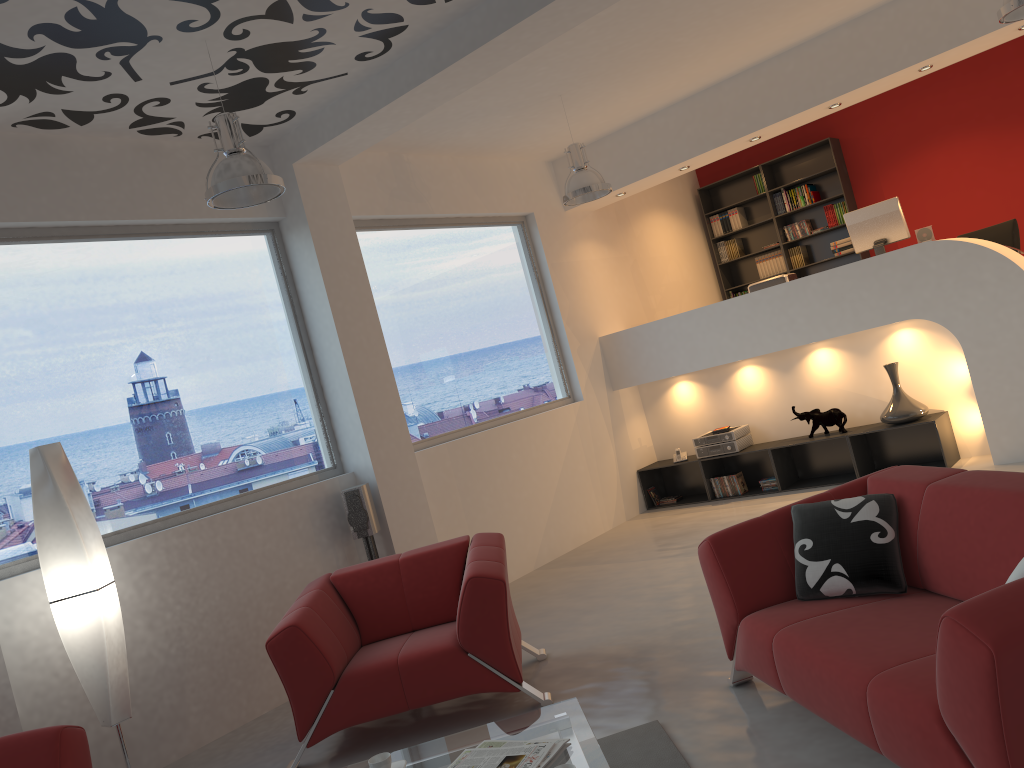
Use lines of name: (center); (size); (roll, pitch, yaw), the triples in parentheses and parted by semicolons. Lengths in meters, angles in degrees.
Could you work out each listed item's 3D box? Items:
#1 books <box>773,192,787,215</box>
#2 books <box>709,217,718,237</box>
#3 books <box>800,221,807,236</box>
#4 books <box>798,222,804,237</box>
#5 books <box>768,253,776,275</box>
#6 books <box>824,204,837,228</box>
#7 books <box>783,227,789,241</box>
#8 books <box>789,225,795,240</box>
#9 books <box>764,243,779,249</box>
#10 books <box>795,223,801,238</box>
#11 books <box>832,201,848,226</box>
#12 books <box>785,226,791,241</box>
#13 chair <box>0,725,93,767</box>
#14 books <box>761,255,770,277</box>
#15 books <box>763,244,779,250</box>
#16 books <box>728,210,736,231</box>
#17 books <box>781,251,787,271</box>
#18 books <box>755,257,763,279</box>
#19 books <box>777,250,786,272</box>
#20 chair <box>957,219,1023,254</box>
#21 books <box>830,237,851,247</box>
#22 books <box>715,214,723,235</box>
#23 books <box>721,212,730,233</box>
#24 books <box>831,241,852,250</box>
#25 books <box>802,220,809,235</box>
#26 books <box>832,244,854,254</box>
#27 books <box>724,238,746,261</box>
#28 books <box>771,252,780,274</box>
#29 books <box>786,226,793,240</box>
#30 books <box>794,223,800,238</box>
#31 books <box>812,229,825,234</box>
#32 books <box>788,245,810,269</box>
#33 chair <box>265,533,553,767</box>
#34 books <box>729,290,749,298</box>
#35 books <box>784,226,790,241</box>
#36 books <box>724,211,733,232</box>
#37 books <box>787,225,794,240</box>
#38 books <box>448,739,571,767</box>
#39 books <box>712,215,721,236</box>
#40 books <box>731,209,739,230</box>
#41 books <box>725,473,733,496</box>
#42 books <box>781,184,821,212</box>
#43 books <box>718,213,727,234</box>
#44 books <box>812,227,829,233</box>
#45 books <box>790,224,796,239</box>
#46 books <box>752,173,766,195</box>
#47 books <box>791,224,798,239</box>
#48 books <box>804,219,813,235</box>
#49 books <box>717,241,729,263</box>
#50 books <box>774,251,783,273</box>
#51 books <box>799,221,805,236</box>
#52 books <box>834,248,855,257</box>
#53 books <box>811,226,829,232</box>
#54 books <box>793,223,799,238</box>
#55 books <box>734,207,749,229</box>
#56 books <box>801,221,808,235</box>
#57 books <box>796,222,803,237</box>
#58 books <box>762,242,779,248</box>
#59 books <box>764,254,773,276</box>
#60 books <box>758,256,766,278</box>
books: (3.102, -2.062, 10.173); (0.090, 0.256, 0.181); (-15, -1, 40)
books: (2.474, -1.892, 10.702); (0.040, 0.260, 0.200); (-15, -1, 40)
books: (3.330, -1.762, 10.061); (0.031, 0.190, 0.135); (-15, -1, 40)
books: (3.308, -1.756, 10.080); (0.031, 0.190, 0.135); (-15, -1, 40)
books: (3.064, -1.398, 10.326); (0.040, 0.260, 0.200); (-15, -1, 40)
books: (3.563, -1.860, 9.841); (0.090, 0.256, 0.181); (-15, -1, 40)
books: (3.175, -1.719, 10.196); (0.031, 0.190, 0.135); (-15, -1, 40)
books: (3.230, -1.734, 10.148); (0.031, 0.190, 0.135); (-15, -1, 40)
books: (3.045, -1.608, 10.324); (0.190, 0.015, 0.135); (-15, -1, 40)
books: (3.286, -1.750, 10.099); (0.031, 0.190, 0.135); (-15, -1, 40)
books: (3.654, -1.876, 9.763); (0.146, 0.240, 0.170); (-15, -1, 40)
books: (3.197, -1.725, 10.176); (0.031, 0.190, 0.135); (-15, -1, 40)
chair: (-2.022, 1.685, 2.880); (0.951, 0.738, 1.288); (-15, 0, 0)
books: (3.005, -1.382, 10.378); (0.040, 0.260, 0.200); (-15, -1, 40)
books: (3.043, -1.592, 10.329); (0.190, 0.015, 0.135); (-15, -1, 40)
books: (2.655, -1.941, 10.546); (0.040, 0.260, 0.200); (-15, -1, 40)
books: (3.185, -1.431, 10.222); (0.040, 0.260, 0.200); (-15, -1, 40)
books: (2.945, -1.365, 10.430); (0.040, 0.260, 0.200); (-15, -1, 40)
books: (3.155, -1.423, 10.248); (0.040, 0.260, 0.200); (-15, -1, 40)
chair: (4.290, -1.022, 8.215); (0.768, 0.795, 0.664); (-15, -1, -30)
books: (3.669, -1.574, 9.766); (0.260, 0.040, 0.200); (-15, -1, 40)
books: (2.534, -1.909, 10.650); (0.040, 0.260, 0.200); (-15, -1, 40)
books: (2.594, -1.925, 10.598); (0.040, 0.260, 0.200); (-15, -1, 40)
books: (3.677, -1.534, 9.779); (0.260, 0.040, 0.200); (-15, -1, 39)
books: (3.352, -1.768, 10.041); (0.031, 0.190, 0.135); (-15, -1, 40)
books: (3.691, -1.497, 9.777); (0.260, 0.040, 0.200); (-15, -1, 40)
books: (2.671, -1.607, 10.616); (0.146, 0.240, 0.170); (-15, -1, 40)
books: (3.094, -1.406, 10.300); (0.040, 0.260, 0.200); (-15, -1, 40)
books: (3.208, -1.728, 10.167); (0.031, 0.190, 0.135); (-15, -1, 40)
books: (3.275, -1.746, 10.109); (0.031, 0.190, 0.135); (-15, -1, 40)
books: (3.480, -1.712, 9.950); (0.190, 0.015, 0.135); (-15, -1, 35)
books: (3.287, -1.448, 10.150); (0.146, 0.240, 0.170); (-15, -1, 40)
chair: (-0.524, 1.298, 4.531); (1.288, 0.738, 0.951); (-15, 0, 0)
books: (2.817, -1.016, 10.592); (0.341, 0.286, 0.231); (-15, -1, 40)
books: (3.186, -1.722, 10.186); (0.031, 0.190, 0.135); (-15, -1, 40)
books: (2.624, -1.933, 10.572); (0.040, 0.260, 0.200); (-15, -1, 40)
books: (3.219, -1.731, 10.157); (0.031, 0.190, 0.135); (-15, -1, 40)
books: (-0.048, 1.219, 2.820); (0.367, 0.035, 0.345); (-15, 0, 30)
books: (2.505, -1.900, 10.676); (0.040, 0.260, 0.200); (-15, -1, 40)
books: (2.685, -1.950, 10.519); (0.040, 0.260, 0.200); (-15, -1, 40)
books: (2.019, 0.918, 8.123); (0.031, 0.190, 0.135); (-15, -1, 40)
books: (3.259, -2.120, 10.003); (0.341, 0.286, 0.231); (-15, -1, 40)
books: (2.564, -1.917, 10.624); (0.040, 0.260, 0.200); (-15, -1, 40)
books: (3.481, -1.728, 9.946); (0.190, 0.015, 0.135); (-15, -1, 40)
books: (3.241, -1.737, 10.138); (0.031, 0.190, 0.135); (-15, -1, 40)
books: (2.916, -2.314, 10.270); (0.146, 0.240, 0.170); (-15, -1, 40)
books: (3.252, -1.740, 10.128); (0.031, 0.190, 0.135); (-15, -1, 40)
books: (3.363, -1.771, 10.032); (0.031, 0.190, 0.135); (-15, -1, 40)
books: (2.581, -1.591, 10.694); (0.090, 0.256, 0.181); (-15, -1, 40)
books: (3.125, -1.414, 10.274); (0.040, 0.260, 0.200); (-15, -1, 40)
books: (3.319, -1.759, 10.070); (0.031, 0.190, 0.135); (-15, -1, 40)
books: (3.717, -1.462, 9.767); (0.260, 0.040, 0.200); (-15, -1, 41)
books: (3.469, -1.740, 9.952); (0.135, 0.015, 0.190); (-14, -1, -45)
books: (3.263, -1.743, 10.119); (0.031, 0.190, 0.135); (-15, -1, 40)
books: (2.714, -1.958, 10.494); (0.040, 0.260, 0.200); (-15, -1, 40)
books: (3.341, -1.765, 10.051); (0.031, 0.190, 0.135); (-15, -1, 40)
books: (3.297, -1.753, 10.090); (0.031, 0.190, 0.135); (-15, -1, 40)
books: (3.028, -1.619, 10.336); (0.190, 0.015, 0.135); (-15, -1, 40)
books: (3.034, -1.390, 10.352); (0.040, 0.260, 0.200); (-15, -1, 40)
books: (2.975, -1.373, 10.404); (0.040, 0.260, 0.200); (-15, -1, 40)
